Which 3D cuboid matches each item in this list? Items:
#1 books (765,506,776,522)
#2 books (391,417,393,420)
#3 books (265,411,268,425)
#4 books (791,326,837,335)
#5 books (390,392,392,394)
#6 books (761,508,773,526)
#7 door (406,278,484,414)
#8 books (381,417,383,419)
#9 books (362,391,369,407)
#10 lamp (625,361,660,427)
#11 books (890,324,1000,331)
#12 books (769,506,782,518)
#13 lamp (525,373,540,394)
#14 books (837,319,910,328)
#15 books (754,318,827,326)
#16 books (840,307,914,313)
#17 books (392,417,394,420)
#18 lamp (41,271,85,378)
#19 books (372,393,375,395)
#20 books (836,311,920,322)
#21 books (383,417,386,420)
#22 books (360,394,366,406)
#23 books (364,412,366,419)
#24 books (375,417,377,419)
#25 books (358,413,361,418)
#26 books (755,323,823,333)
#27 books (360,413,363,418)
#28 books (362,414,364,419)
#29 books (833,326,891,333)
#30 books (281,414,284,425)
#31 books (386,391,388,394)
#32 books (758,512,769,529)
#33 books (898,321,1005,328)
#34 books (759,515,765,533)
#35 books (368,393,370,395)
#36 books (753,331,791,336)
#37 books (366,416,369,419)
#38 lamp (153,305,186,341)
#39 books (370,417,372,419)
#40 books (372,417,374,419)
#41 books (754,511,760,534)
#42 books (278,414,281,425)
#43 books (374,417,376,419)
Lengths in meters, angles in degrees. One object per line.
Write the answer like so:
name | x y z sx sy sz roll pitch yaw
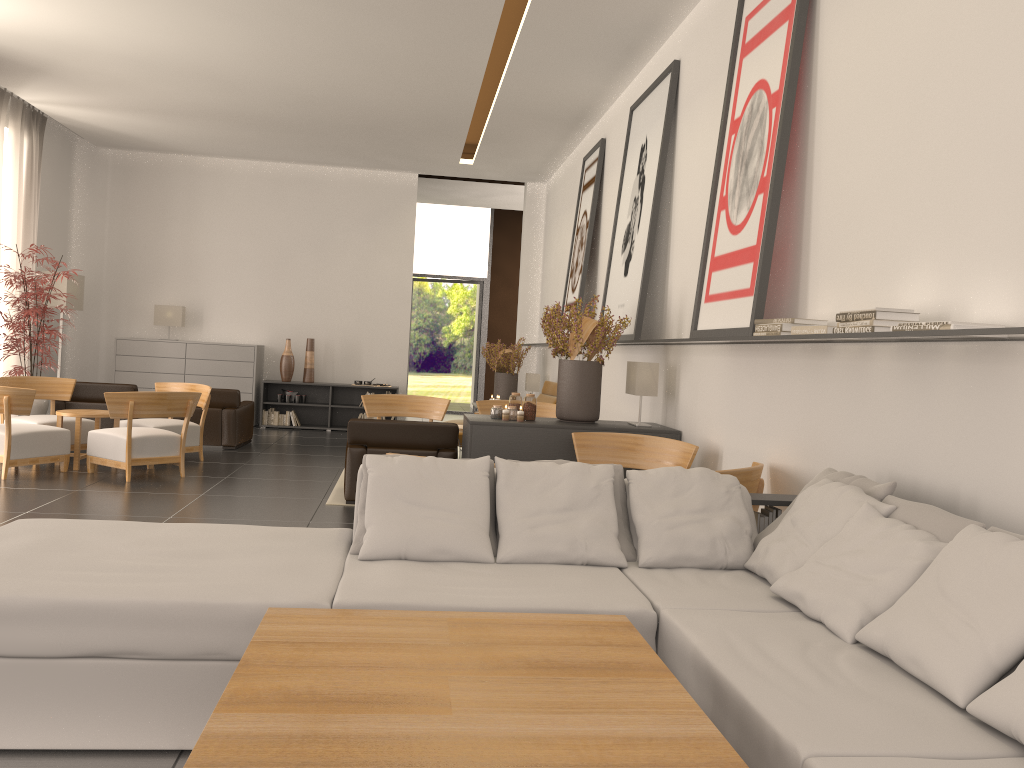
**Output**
books | 1.828 1.015 6.306 0.021 0.274 0.156 3 1 -7
books | -2.835 0.892 20.675 0.154 0.360 0.249 3 1 -7
books | -5.602 0.771 20.316 0.039 0.312 0.246 3 1 -7
books | 2.211 -0.366 6.233 0.301 0.064 0.407 3 2 -17
books | -2.832 0.372 20.653 0.039 0.358 0.210 3 1 -7
books | 1.803 1.024 6.299 0.028 0.254 0.149 3 1 -7
door | -2.200 -1.196 28.262 2.377 4.268 0.100 3 1 8
books | -3.050 0.885 20.676 0.057 0.346 0.197 3 1 -7
books | -3.396 0.346 20.572 0.138 0.354 0.236 3 1 -7
lamp | 1.541 0.117 10.575 0.257 0.757 0.515 3 1 -7
books | 2.379 -0.294 4.848 0.337 0.034 0.517 3 2 -12
books | 1.866 1.017 6.315 0.028 0.273 0.165 3 1 -7
lamp | 0.447 0.145 19.730 0.257 0.756 0.515 3 1 -7
books | 2.299 -0.364 5.520 0.350 0.038 0.525 3 2 -2
books | 2.146 -0.473 6.841 0.299 0.040 0.526 3 2 -17
books | 2.266 -0.449 5.519 0.256 0.023 0.434 3 2 -7
books | -2.805 0.888 20.677 0.156 0.371 0.252 3 1 -7
lamp | -9.625 -0.767 18.901 0.908 3.178 1.000 3 1 -7
books | -3.233 0.365 20.617 0.054 0.328 0.187 3 1 -7
books | 2.261 -0.411 5.504 0.284 0.053 0.485 3 2 -7
books | -2.969 0.902 20.665 0.106 0.325 0.238 3 1 -7
books | -3.456 0.374 20.558 0.142 0.289 0.252 3 1 -7
books | -3.422 0.851 20.605 0.041 0.377 0.248 3 1 -7
books | -3.155 0.851 20.638 0.041 0.404 0.245 3 1 -7
books | -3.584 0.853 20.586 0.154 0.360 0.249 3 1 -7
books | 2.159 -0.422 6.840 0.391 0.063 0.498 3 2 -7
books | -3.554 0.849 20.588 0.156 0.371 0.252 3 1 -7
books | -3.477 0.866 20.590 0.071 0.344 0.265 3 1 -7
books | 2.265 -0.326 5.516 0.316 0.040 0.504 3 2 -7
books | -5.280 0.819 20.395 0.054 0.249 0.167 3 1 -7
books | -2.919 0.355 20.630 0.039 0.384 0.233 3 1 -7
books | 1.772 1.038 6.309 0.028 0.222 0.175 3 1 -7
books | 2.392 -0.319 4.842 0.337 0.018 0.433 3 2 -12
books | 1.741 1.039 6.298 0.034 0.217 0.161 3 1 -7
books | -3.359 0.364 20.569 0.130 0.322 0.252 3 1 -7
books | 2.143 -0.375 6.851 0.376 0.032 0.504 3 2 -7
books | -3.355 0.880 20.609 0.057 0.328 0.257 3 1 -7
lamp | -7.915 -1.410 20.485 0.619 0.796 0.310 3 1 -7
books | -3.276 0.844 20.631 0.031 0.406 0.231 3 1 -7
books | -3.241 0.860 20.641 0.041 0.377 0.221 3 1 -7
books | 1.714 1.025 6.304 0.015 0.241 0.180 3 1 -7
books | -5.335 0.816 20.388 0.054 0.249 0.167 3 1 -7
books | -3.199 0.884 20.632 0.041 0.335 0.248 3 1 -7
